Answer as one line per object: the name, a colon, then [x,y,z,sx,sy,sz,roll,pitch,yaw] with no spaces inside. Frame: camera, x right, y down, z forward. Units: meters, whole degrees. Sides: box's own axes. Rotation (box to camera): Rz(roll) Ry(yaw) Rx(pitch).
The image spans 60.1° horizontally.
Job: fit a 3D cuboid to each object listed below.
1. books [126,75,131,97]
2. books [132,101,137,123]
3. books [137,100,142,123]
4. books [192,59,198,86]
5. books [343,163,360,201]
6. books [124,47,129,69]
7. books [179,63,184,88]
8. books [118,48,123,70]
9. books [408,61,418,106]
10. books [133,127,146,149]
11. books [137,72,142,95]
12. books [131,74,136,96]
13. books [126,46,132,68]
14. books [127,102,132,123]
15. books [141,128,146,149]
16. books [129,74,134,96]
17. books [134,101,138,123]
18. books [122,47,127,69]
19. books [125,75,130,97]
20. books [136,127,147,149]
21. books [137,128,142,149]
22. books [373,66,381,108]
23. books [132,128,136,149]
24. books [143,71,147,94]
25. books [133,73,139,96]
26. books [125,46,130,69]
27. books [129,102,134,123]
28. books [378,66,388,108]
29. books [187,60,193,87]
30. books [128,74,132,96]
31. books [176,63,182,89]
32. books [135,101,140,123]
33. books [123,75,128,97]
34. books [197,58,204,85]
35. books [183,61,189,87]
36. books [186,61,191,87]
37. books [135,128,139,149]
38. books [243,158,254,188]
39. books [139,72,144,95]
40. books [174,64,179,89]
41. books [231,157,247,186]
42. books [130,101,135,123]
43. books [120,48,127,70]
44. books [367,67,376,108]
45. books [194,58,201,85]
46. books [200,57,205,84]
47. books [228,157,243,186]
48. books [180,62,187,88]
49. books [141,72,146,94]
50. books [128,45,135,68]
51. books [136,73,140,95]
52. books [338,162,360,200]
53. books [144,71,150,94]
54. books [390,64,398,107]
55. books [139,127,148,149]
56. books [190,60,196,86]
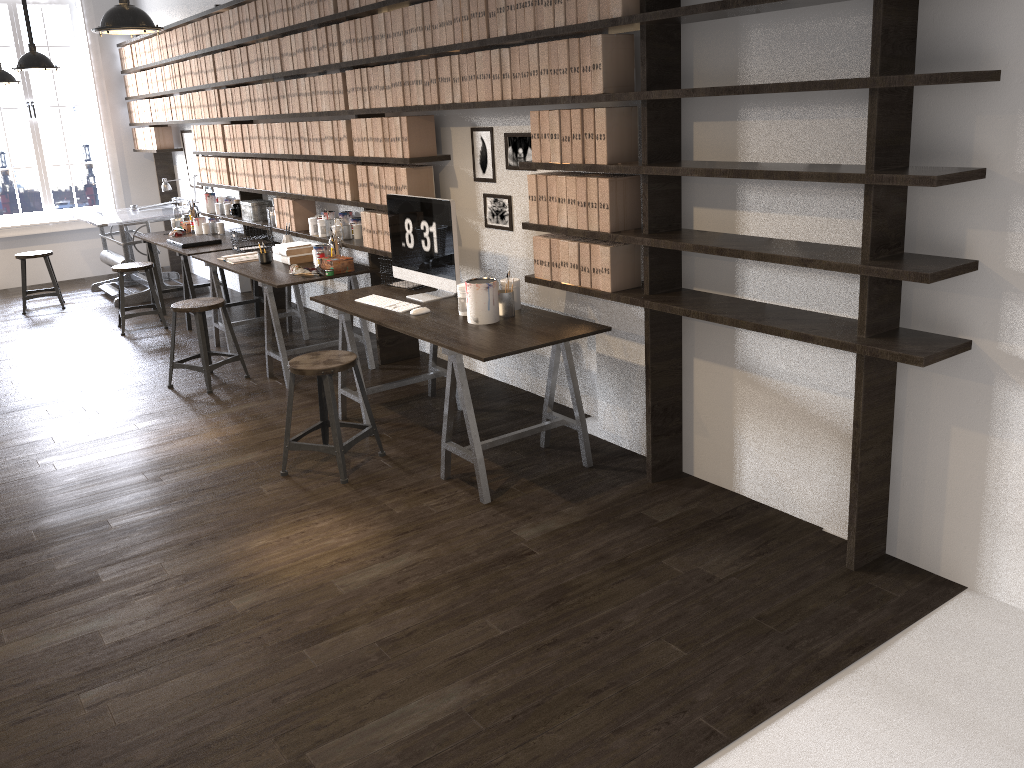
books: [-3.997,-3.184,9.445,0.175,0.222,0.067,-14,19,-34]
books: [-3.956,-2.913,9.476,0.175,0.223,0.067,-14,19,-34]
books: [-3.824,-2.865,9.304,0.175,0.222,0.067,-14,19,-34]
books: [-2.624,-2.662,7.572,0.175,0.222,0.067,-14,19,-34]
books: [-0.956,-1.273,5.560,0.175,0.222,0.067,-14,19,-34]
books: [-3.972,-3.435,9.327,0.175,0.223,0.067,-14,19,-33]
books: [-2.860,-2.752,7.899,0.175,0.223,0.067,-14,19,-33]
books: [-4.103,-3.480,9.493,0.175,0.223,0.067,-14,19,-33]
books: [-0.450,-1.595,4.695,0.175,0.223,0.067,-14,19,-33]
books: [-4.017,-2.677,9.648,0.175,0.223,0.067,-14,19,-34]
books: [-3.723,-3.074,9.067,0.175,0.223,0.067,-14,19,-33]
books: [-3.880,-3.141,9.290,0.175,0.223,0.067,-14,19,-34]
books: [-3.895,-3.403,9.212,0.175,0.223,0.067,-14,19,-34]
books: [-4.079,-2.958,9.641,0.175,0.223,0.067,-14,19,-34]
books: [-3.813,-2.601,9.374,0.175,0.223,0.067,-14,19,-34]
books: [-3.924,-3.155,9.340,0.175,0.223,0.067,-14,19,-33]
books: [-3.911,-2.898,9.422,0.175,0.223,0.067,-14,19,-34]
books: [-4.016,-3.449,9.380,0.175,0.223,0.067,-14,19,-34]
books: [-4.041,-3.199,9.501,0.175,0.223,0.067,-14,19,-33]
books: [-3.933,-2.647,9.539,0.175,0.222,0.067,-14,19,-34]
books: [-3.900,-2.632,9.487,0.175,0.223,0.067,-14,19,-33]
books: [-0.689,-1.684,5.021,0.175,0.223,0.067,-14,19,-33]
books: [-4.056,-2.694,9.711,0.175,0.223,0.067,-14,19,-33]
books: [-3.601,-3.031,8.911,0.175,0.222,0.067,-14,19,-34]
books: [-3.839,-3.126,9.234,0.175,0.223,0.067,-14,19,-34]
books: [-3.933,-3.419,9.271,0.175,0.223,0.067,-14,19,-33]
books: [-4.035,-2.944,9.591,0.175,0.223,0.067,-14,19,-33]
books: [-0.651,-1.668,4.963,0.175,0.223,0.067,-14,19,-34]
books: [-2.702,-2.690,7.673,0.175,0.223,0.067,-14,19,-33]
books: [-3.959,-3.171,9.396,0.175,0.222,0.067,-14,19,-34]
books: [-2.908,-2.768,7.956,0.175,0.223,0.067,-14,19,-34]
books: [-3.872,-2.880,9.360,0.175,0.223,0.067,-14,19,-33]
books: [-4.078,-3.216,9.559,0.175,0.223,0.067,-14,19,-34]
books: [-2.539,-2.631,7.460,0.175,0.223,0.067,-14,19,-34]
books: [-2.777,-2.721,7.786,0.175,0.223,0.067,-14,19,-34]
books: [-2.736,-2.706,7.730,0.175,0.223,0.067,-14,19,-34]
books: [-3.970,-2.661,9.593,0.175,0.222,0.067,-14,19,-33]
books: [-2.018,-1.673,7.011,0.175,0.222,0.067,-14,19,-34]
books: [-3.681,-3.058,9.009,0.175,0.223,0.067,-14,19,-34]
books: [-2.946,-2.785,8.018,0.175,0.222,0.067,-14,19,-33]
books: [-2.182,-1.735,7.235,0.175,0.223,0.067,-14,19,-33]
books: [-3.994,-2.929,9.535,0.175,0.223,0.067,-14,19,-33]
books: [-4.061,-3.465,9.436,0.175,0.223,0.067,-14,19,-34]
books: [-0.728,-1.700,5.077,0.175,0.223,0.067,-14,19,-33]
books: [-2.583,-2.646,7.513,0.175,0.223,0.067,-14,19,-33]
books: [-2.497,-2.616,7.405,0.175,0.223,0.067,-14,19,-34]
books: [-2.227,-1.750,7.290,0.175,0.223,0.067,-14,19,-33]
books: [-2.822,-2.736,7.840,0.175,0.223,0.067,-14,19,-33]
books: [-3.641,-3.045,8.962,0.175,0.222,0.067,-14,19,-33]
books: [-3.852,-3.388,9.156,0.175,0.222,0.067,-14,19,-33]
books: [-3.762,-3.090,9.126,0.175,0.223,0.067,-14,19,-33]
books: [-1.002,-1.290,5.620,0.175,0.223,0.067,-14,19,-33]
books: [-3.562,-3.014,8.849,0.175,0.223,0.067,-14,19,-33]
books: [-0.570,-1.639,4.857,0.175,0.222,0.067,-14,19,-33]
books: [-3.858,-2.616,9.429,0.175,0.223,0.067,-14,19,-34]
books: [-2.659,-2.676,7.623,0.175,0.222,0.067,-14,19,-34]
